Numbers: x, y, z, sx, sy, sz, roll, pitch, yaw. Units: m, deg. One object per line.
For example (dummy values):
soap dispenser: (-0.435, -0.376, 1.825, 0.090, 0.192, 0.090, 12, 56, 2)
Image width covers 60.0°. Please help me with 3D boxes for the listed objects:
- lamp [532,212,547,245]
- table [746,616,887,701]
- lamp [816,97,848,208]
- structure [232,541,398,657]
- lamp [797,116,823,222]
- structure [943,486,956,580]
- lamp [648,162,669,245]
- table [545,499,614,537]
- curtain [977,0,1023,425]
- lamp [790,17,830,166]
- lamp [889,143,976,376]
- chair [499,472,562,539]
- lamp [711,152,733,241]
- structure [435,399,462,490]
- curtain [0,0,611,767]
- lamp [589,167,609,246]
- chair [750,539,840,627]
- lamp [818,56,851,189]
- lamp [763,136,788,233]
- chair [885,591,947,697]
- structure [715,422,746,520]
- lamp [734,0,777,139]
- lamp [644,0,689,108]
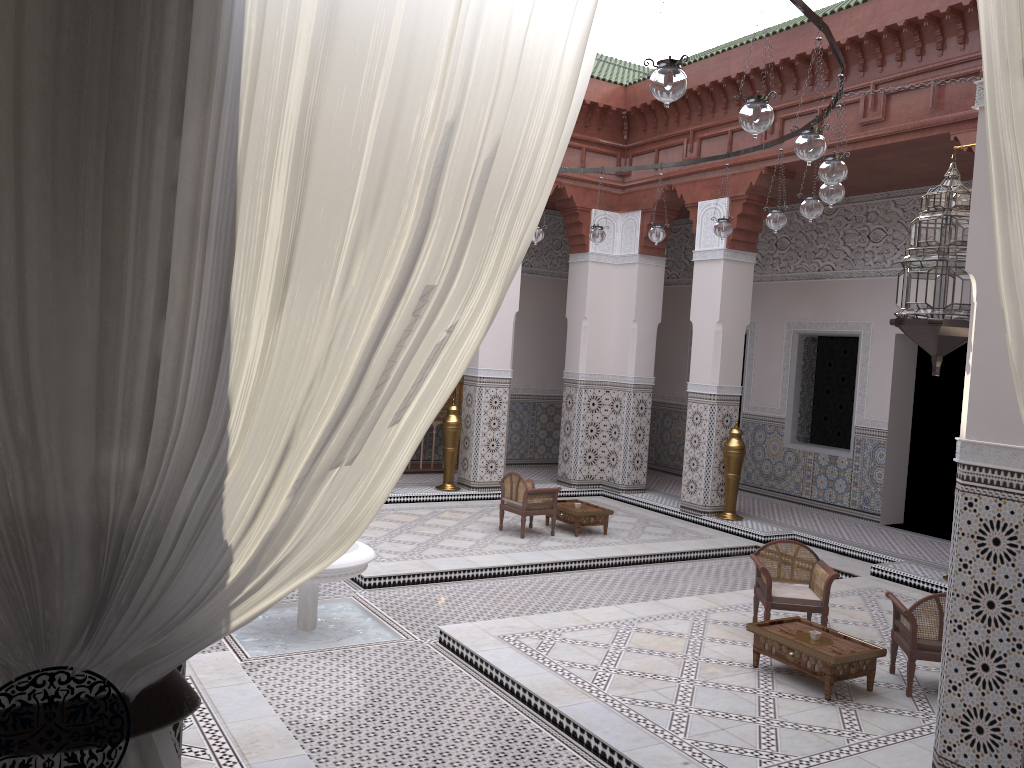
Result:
lamp: (0.128, -0.863, 4.318, 0.091, 0.371, 0.090, 2, 3, -31)
table: (0.900, 0.812, 2.651, 0.229, 0.142, 0.330, 2, 3, -31)
lamp: (1.019, -0.744, 2.797, 0.091, 0.371, 0.090, 3, 2, -16)
structure: (-0.686, 0.704, 3.016, 0.528, 0.310, 0.501, 2, 3, -31)
lamp: (1.071, -0.753, 3.113, 0.091, 0.371, 0.090, 6, 3, 44)
structure: (1.947, 0.574, 3.786, 0.156, 0.539, 0.156, 5, 2, 20)
lamp: (0.673, -0.816, 4.030, 0.091, 0.371, 0.090, 4, 2, -6)
table: (0.338, 0.696, 4.642, 0.229, 0.142, 0.330, 2, 3, -31)
curtain: (1.212, -0.084, 1.710, 1.304, 1.761, 0.137, 2, 3, -31)
lamp: (0.761, -0.738, 2.234, 0.091, 0.371, 0.090, 3, 2, -16)
lamp: (1.008, -0.294, 2.057, 0.216, 0.552, 0.221, 2, 3, -31)
chair: (0.084, 0.599, 4.476, 0.208, 0.313, 0.263, 2, 3, -35)
lamp: (0.909, -0.789, 3.737, 0.091, 0.371, 0.090, 6, 3, 44)
structure: (-0.368, 0.360, 5.333, 0.156, 0.539, 0.156, 3, 3, -25)
curtain: (-0.364, -0.152, 0.765, 1.303, 1.764, 0.129, 2, 3, -31)
lamp: (0.417, -0.839, 4.204, 0.091, 0.371, 0.090, 3, 2, -16)
chair: (0.964, 0.714, 3.065, 0.263, 0.313, 0.208, 4, 2, 5)
lamp: (0.916, -0.739, 2.504, 0.091, 0.371, 0.090, 3, 2, -16)
lamp: (1.039, -0.767, 3.421, 0.091, 0.371, 0.090, 6, 3, 44)
chair: (1.263, 0.751, 2.631, 0.263, 0.313, 0.208, 4, 2, 9)
structure: (1.238, 0.480, 4.969, 0.156, 0.539, 0.156, 5, 2, 20)
lamp: (0.560, -0.742, 2.000, 0.091, 0.371, 0.090, 3, 2, -16)
lamp: (0.324, -0.749, 1.799, 0.091, 0.371, 0.090, 3, 2, -16)
